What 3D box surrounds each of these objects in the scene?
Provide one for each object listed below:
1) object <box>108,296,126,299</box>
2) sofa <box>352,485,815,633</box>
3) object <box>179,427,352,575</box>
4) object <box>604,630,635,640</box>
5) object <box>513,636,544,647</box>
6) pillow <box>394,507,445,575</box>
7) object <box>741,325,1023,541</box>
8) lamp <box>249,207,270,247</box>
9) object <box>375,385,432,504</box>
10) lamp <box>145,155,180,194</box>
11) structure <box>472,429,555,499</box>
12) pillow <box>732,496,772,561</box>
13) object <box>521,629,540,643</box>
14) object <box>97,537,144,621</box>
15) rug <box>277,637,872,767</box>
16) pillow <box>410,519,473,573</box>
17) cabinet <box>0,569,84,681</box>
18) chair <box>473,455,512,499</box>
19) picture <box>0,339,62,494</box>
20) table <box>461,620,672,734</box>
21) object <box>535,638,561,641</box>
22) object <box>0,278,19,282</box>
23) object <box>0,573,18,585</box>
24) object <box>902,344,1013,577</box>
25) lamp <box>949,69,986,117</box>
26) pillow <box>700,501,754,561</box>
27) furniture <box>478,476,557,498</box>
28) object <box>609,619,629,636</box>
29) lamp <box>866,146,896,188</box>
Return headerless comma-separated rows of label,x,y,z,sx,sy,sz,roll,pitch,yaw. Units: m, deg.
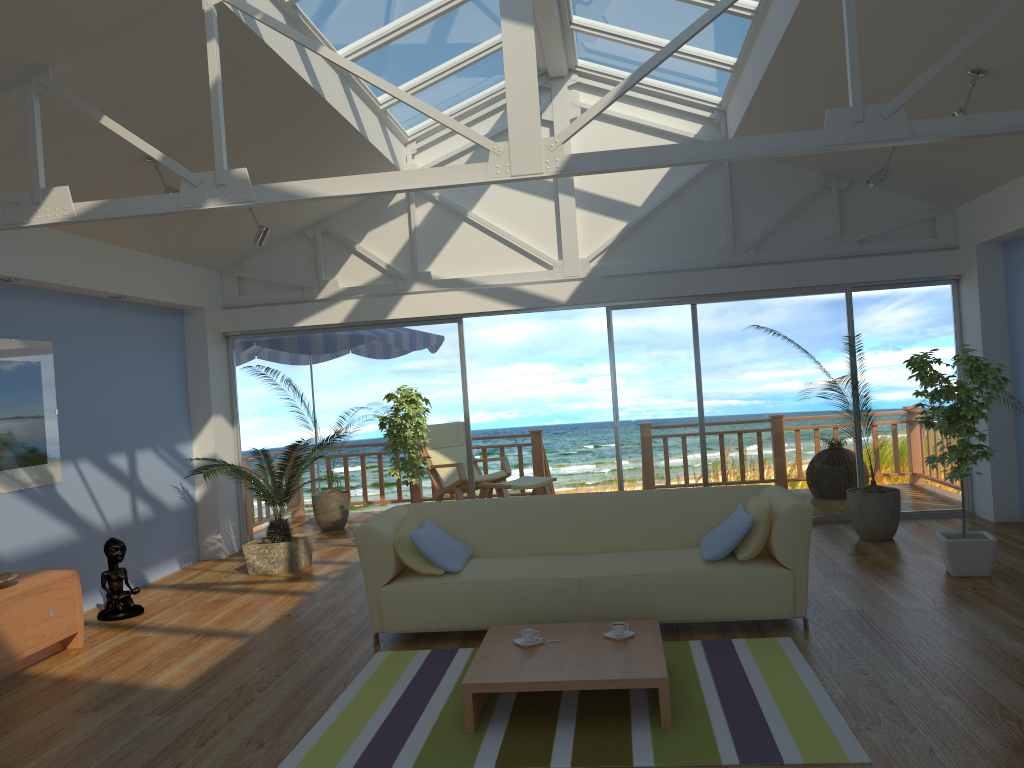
object,-2.922,-0.660,6.566,0.122,0.050,0.122,-4,0,-10
sofa,0.405,0.974,5.078,2.448,0.597,0.950,-4,0,7
object,-1.973,0.945,7.160,1.413,1.093,1.488,-4,0,-11
object,0.476,1.113,3.934,0.118,0.016,0.118,-4,0,-38
object,0.074,1.141,3.926,0.118,0.016,0.118,-4,0,-27
pillow,-0.489,0.881,5.042,0.275,0.312,0.571,-4,0,4
object,2.746,0.319,6.604,1.706,1.695,1.563,-4,0,-2
lamp,-1.951,-1.228,6.782,0.194,0.353,0.125,-4,0,-11
object,-0.831,0.707,7.333,0.495,1.409,0.699,-4,0,-20
lamp,-2.084,-1.229,5.393,0.254,0.327,0.118,-4,0,-11
structure,0.937,1.346,9.903,6.950,2.064,4.086,-4,0,7
pillow,1.281,0.760,4.828,0.201,0.311,0.559,-4,0,7
object,0.078,1.117,3.932,0.062,0.049,0.078,-4,0,43
object,-2.616,1.281,5.895,0.292,0.517,0.291,-4,0,42
rug,0.258,1.341,3.820,2.100,0.018,1.400,-4,0,7
pillow,-0.391,0.912,5.039,0.272,0.244,0.566,-4,0,4
cabinet,-2.868,1.326,4.271,0.500,0.468,1.911,-4,0,7
chair,-0.508,0.896,9.226,0.632,0.982,0.859,-4,0,-38
picture,-3.118,0.192,5.208,0.005,0.937,1.419,-4,0,7
table,0.251,1.234,3.805,0.800,0.198,0.800,-4,0,7
object,0.161,1.129,3.917,0.119,0.021,0.025,-4,0,-2
object,-3.061,-0.648,5.374,0.122,0.050,0.122,-4,0,-10
object,-2.827,1.071,4.735,0.337,0.053,0.337,-4,0,8
object,2.754,0.464,5.432,0.699,1.409,0.495,-4,0,-40
lamp,2.492,-1.531,4.852,0.195,0.351,0.127,-4,0,24
pillow,1.161,0.805,4.854,0.272,0.244,0.566,-4,0,9
furniture,0.068,1.135,8.521,0.619,0.427,0.449,-4,0,-38
object,0.482,1.075,3.937,0.086,0.077,0.062,-4,0,-23
lamp,2.625,-1.556,6.250,0.254,0.327,0.118,-4,0,24
